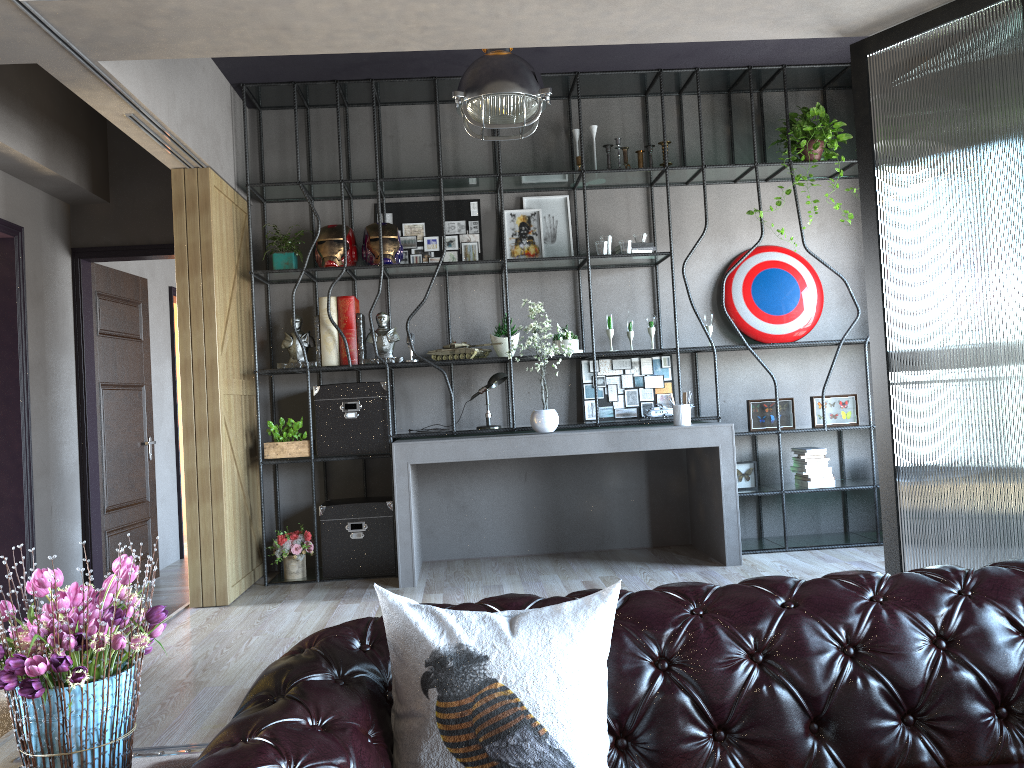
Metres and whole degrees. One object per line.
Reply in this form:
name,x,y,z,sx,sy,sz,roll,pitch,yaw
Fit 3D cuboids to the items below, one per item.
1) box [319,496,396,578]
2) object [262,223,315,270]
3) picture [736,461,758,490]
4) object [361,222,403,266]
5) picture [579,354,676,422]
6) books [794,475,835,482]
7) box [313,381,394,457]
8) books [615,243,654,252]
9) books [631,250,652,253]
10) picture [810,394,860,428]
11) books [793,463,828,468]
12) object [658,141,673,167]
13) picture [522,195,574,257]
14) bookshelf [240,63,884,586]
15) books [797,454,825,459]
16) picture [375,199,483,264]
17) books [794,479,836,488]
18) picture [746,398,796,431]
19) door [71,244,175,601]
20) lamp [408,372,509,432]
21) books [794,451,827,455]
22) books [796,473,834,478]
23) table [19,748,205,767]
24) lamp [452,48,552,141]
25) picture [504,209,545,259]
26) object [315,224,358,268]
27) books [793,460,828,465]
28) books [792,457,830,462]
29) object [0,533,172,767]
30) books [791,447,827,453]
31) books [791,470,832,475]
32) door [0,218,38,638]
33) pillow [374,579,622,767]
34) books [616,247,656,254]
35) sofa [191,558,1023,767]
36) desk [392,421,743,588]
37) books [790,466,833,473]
box,-1.018,1.016,5.973,0.489,0.481,0.373,-3,-2,-3
object,-1.539,-0.905,5.995,0.295,0.340,0.324,-5,-2,43
picture,1.594,0.629,6.089,0.172,0.190,0.036,-3,-2,-3
object,-0.878,-0.939,6.017,0.280,0.327,0.399,-3,-1,-13
picture,0.826,0.028,6.303,0.665,0.447,0.051,-3,-2,-3
books,2.078,0.644,6.097,0.175,0.023,0.249,-3,-1,-8
box,-1.061,0.232,5.998,0.489,0.481,0.373,-3,-2,-3
books,0.858,-0.962,6.237,0.225,0.029,0.179,-3,-1,-11
books,0.857,-0.912,6.240,0.166,0.024,0.227,-3,-1,-24
picture,2.195,0.182,6.033,0.313,0.212,0.048,-3,-2,-3
books,2.054,0.557,6.114,0.158,0.021,0.224,-3,-1,-3
object,1.059,-1.571,6.117,0.130,0.232,0.130,-2,-2,-26
picture,0.257,-1.090,6.315,0.332,0.515,0.119,-3,-2,-3
bookshelf,0.533,-0.444,6.117,4.483,3.284,0.526,-3,-2,-3
books,2.057,0.493,6.101,0.162,0.023,0.231,-3,-1,12
picture,-0.588,-1.053,6.299,0.749,0.503,0.058,-3,-2,-3
books,2.079,0.676,6.094,0.192,0.043,0.248,-3,-1,-3
picture,1.755,0.207,6.008,0.313,0.212,0.049,-3,-2,-3
door,-2.516,0.293,6.801,1.150,2.545,1.128,-3,-2,-3
lamp,-0.357,0.126,6.065,0.739,0.371,0.204,-4,-2,21
books,2.055,0.473,6.116,0.155,0.020,0.205,-3,-1,-3
books,2.077,0.620,6.098,0.175,0.023,0.249,-3,-1,-3
table,-0.799,1.081,1.678,0.417,0.609,0.405,-3,-2,-3
lamp,-0.111,-1.893,4.722,0.534,1.149,0.515,-2,-2,-26
picture,0.086,-1.031,6.262,0.268,0.414,0.101,-3,-2,-3
object,-1.196,-0.922,5.999,0.280,0.327,0.399,-3,-1,2
books,2.059,0.535,6.114,0.155,0.022,0.205,-3,-1,-8
books,2.058,0.515,6.109,0.174,0.019,0.243,-3,-1,-3
object,-0.836,0.544,1.695,0.349,0.484,0.352,-4,-2,28
books,2.045,0.452,6.110,0.159,0.024,0.200,-3,-1,-13
books,2.060,0.603,6.108,0.192,0.014,0.255,-3,-1,0
door,-3.483,0.312,4.872,1.098,2.545,1.149,-3,-2,-3
pillow,-0.011,0.633,1.806,0.528,0.469,0.283,-3,-2,0
books,0.868,-0.936,6.243,0.243,0.024,0.175,-3,-1,-7
sofa,0.695,0.887,1.767,2.566,0.838,1.239,-3,-1,-4
desk,0.327,0.755,5.892,2.129,0.886,0.844,-3,-1,-3
books,2.057,0.582,6.107,0.193,0.028,0.245,-3,-1,-8
